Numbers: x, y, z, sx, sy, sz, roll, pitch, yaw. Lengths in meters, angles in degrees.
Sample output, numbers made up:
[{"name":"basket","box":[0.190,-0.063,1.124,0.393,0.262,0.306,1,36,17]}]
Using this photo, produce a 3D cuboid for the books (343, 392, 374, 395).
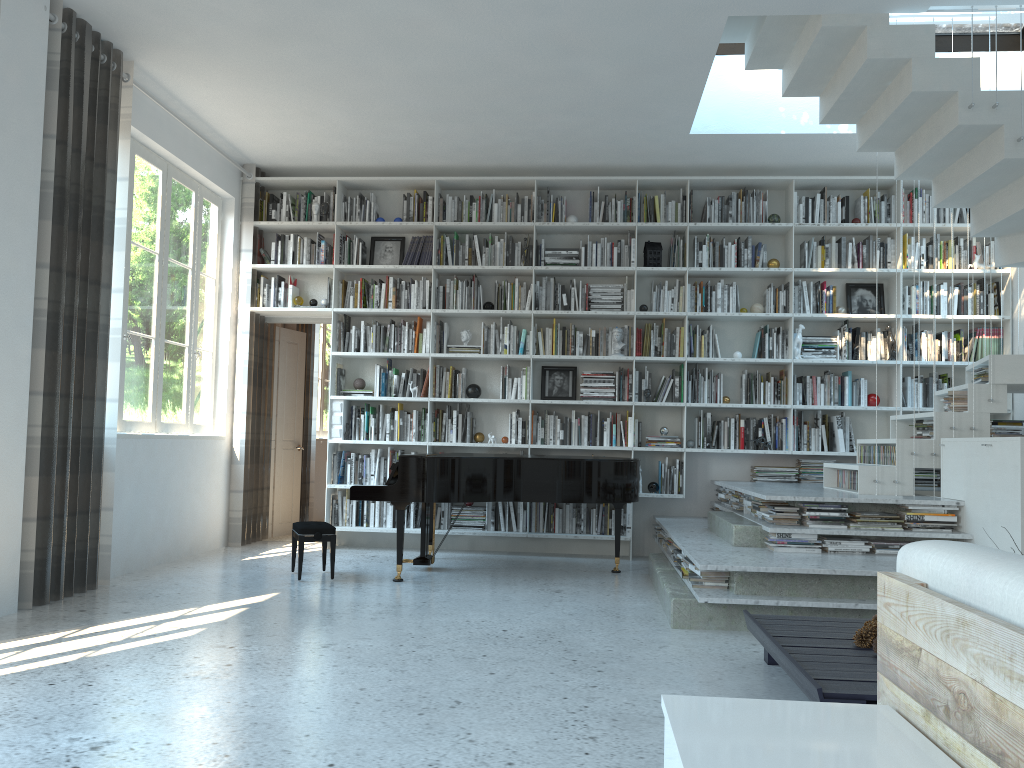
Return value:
[{"name":"books","box":[-1.306,0.085,7.592,0.254,0.012,0.161,1,-4,2]}]

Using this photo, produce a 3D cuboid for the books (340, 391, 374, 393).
[{"name":"books","box":[-1.306,0.073,7.590,0.285,0.012,0.159,1,-4,9]}]

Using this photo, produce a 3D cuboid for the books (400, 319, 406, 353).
[{"name":"books","box":[-0.934,-0.395,7.601,0.011,0.304,0.130,1,-3,5]}]

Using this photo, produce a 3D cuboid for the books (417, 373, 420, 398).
[{"name":"books","box":[-0.784,0.021,7.547,0.027,0.209,0.144,1,-3,5]}]

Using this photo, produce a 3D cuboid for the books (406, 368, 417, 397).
[{"name":"books","box":[-0.857,-0.004,7.552,0.060,0.255,0.158,1,-3,5]}]

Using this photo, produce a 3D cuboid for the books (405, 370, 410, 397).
[{"name":"books","box":[-0.892,0.003,7.569,0.013,0.241,0.141,1,-3,5]}]

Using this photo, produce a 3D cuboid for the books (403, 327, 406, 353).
[{"name":"books","box":[-0.904,-0.363,7.601,0.028,0.242,0.131,1,-3,5]}]

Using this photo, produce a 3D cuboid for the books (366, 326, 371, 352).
[{"name":"books","box":[-1.217,-0.369,7.624,0.049,0.242,0.139,1,-3,5]}]

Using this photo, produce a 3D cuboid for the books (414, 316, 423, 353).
[{"name":"books","box":[-0.798,-0.404,7.574,0.035,0.325,0.170,1,-3,5]}]

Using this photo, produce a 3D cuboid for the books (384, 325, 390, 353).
[{"name":"books","box":[-1.056,-0.373,7.608,0.048,0.256,0.141,1,-3,5]}]

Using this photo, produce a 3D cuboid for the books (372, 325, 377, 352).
[{"name":"books","box":[-1.160,-0.373,7.590,0.021,0.247,0.189,1,-3,5]}]

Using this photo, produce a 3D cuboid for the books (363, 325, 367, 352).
[{"name":"books","box":[-1.249,-0.373,7.603,0.011,0.246,0.176,1,-3,5]}]

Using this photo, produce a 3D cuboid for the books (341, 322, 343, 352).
[{"name":"books","box":[-1.438,-0.387,7.611,0.027,0.266,0.176,1,-3,5]}]

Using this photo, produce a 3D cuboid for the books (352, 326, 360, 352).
[{"name":"books","box":[-1.338,-0.370,7.607,0.022,0.235,0.177,1,-3,5]}]

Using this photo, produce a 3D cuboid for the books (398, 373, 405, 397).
[{"name":"books","box":[-0.927,0.017,7.572,0.056,0.214,0.143,1,-3,5]}]

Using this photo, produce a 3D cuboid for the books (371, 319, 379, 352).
[{"name":"books","box":[-1.174,-0.395,7.600,0.011,0.293,0.183,1,-3,5]}]

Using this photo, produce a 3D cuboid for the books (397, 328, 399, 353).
[{"name":"books","box":[-0.959,-0.358,7.590,0.013,0.227,0.151,1,-3,5]}]

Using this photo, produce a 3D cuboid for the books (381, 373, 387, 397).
[{"name":"books","box":[-1.076,0.014,7.549,0.029,0.208,0.189,1,-3,5]}]

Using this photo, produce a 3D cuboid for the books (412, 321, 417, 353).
[{"name":"books","box":[-0.835,-0.387,7.590,0.015,0.292,0.144,1,-3,5]}]

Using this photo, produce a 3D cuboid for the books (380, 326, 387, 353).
[{"name":"books","box":[-1.092,-0.368,7.593,0.023,0.242,0.184,1,-3,5]}]

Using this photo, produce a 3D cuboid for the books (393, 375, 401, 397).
[{"name":"books","box":[-0.973,0.026,7.542,0.029,0.190,0.189,1,-3,5]}]

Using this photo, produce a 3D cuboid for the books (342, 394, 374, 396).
[{"name":"books","box":[-1.306,0.098,7.595,0.254,0.012,0.161,1,-4,6]}]

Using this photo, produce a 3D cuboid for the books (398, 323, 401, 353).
[{"name":"books","box":[-0.947,-0.380,7.585,0.012,0.272,0.145,1,-3,5]}]

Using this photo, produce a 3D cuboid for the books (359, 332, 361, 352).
[{"name":"books","box":[-1.287,-0.343,7.635,0.021,0.187,0.129,1,-3,5]}]

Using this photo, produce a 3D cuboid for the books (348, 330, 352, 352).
[{"name":"books","box":[-1.369,-0.356,7.625,0.042,0.208,0.143,1,-3,5]}]

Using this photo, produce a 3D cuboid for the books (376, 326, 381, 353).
[{"name":"books","box":[-1.126,-0.367,7.588,0.024,0.237,0.167,1,-3,5]}]

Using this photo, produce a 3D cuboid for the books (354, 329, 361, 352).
[{"name":"books","box":[-1.315,-0.354,7.594,0.028,0.203,0.188,1,-3,5]}]

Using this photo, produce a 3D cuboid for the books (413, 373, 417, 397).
[{"name":"books","box":[-0.813,0.020,7.540,0.030,0.207,0.172,1,-3,5]}]

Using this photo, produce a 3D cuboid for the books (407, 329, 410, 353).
[{"name":"books","box":[-0.871,-0.351,7.582,0.012,0.217,0.160,1,-3,5]}]

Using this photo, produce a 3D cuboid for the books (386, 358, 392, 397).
[{"name":"books","box":[-1.052,-0.047,7.584,0.011,0.335,0.153,1,-3,5]}]

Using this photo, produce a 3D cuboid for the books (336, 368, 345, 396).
[{"name":"books","box":[-1.468,-0.009,7.608,0.028,0.243,0.156,1,-3,5]}]

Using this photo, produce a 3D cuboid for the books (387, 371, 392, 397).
[{"name":"books","box":[-1.032,0.006,7.585,0.030,0.231,0.148,1,-3,5]}]

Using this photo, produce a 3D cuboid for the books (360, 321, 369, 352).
[{"name":"books","box":[-1.265,-0.390,7.614,0.023,0.281,0.174,1,-3,5]}]

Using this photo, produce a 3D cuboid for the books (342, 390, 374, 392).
[{"name":"books","box":[-1.305,0.062,7.597,0.254,0.012,0.161,1,-4,6]}]

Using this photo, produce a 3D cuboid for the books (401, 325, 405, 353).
[{"name":"books","box":[-0.924,-0.369,7.593,0.011,0.251,0.139,1,-3,5]}]

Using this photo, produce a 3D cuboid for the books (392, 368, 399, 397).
[{"name":"books","box":[-0.991,-0.004,7.557,0.011,0.250,0.172,1,-3,5]}]

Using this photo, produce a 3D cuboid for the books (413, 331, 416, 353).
[{"name":"books","box":[-0.824,-0.344,7.572,0.013,0.203,0.161,1,-3,5]}]

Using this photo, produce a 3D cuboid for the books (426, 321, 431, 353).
[{"name":"books","box":[-0.707,-0.382,7.573,0.027,0.285,0.148,1,-3,5]}]

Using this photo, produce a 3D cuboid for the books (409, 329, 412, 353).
[{"name":"books","box":[-0.854,-0.352,7.585,0.021,0.220,0.148,1,-3,5]}]

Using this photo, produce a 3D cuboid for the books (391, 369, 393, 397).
[{"name":"books","box":[-1.006,-0.002,7.577,0.022,0.248,0.129,1,-3,5]}]

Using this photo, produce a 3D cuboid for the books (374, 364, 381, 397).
[{"name":"books","box":[-1.149,-0.024,7.580,0.012,0.285,0.159,1,-3,5]}]

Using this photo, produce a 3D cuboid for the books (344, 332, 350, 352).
[{"name":"books","box":[-1.395,-0.344,7.608,0.037,0.182,0.189,1,-3,5]}]

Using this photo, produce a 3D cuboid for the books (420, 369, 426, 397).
[{"name":"books","box":[-0.759,0.001,7.549,0.021,0.251,0.154,1,-3,5]}]

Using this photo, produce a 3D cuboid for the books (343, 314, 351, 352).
[{"name":"books","box":[-1.418,-0.421,7.608,0.012,0.333,0.184,1,-3,5]}]

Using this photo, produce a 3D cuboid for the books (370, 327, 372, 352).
[{"name":"books","box":[-1.187,-0.364,7.602,0.014,0.229,0.148,1,-3,5]}]

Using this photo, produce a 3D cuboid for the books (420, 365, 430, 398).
[{"name":"books","box":[-0.711,-0.014,7.506,0.082,0.276,0.228,1,-3,5]}]

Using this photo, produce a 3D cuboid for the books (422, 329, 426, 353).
[{"name":"books","box":[-0.737,-0.352,7.569,0.031,0.223,0.145,1,-3,5]}]

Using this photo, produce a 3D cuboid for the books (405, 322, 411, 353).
[{"name":"books","box":[-0.885,-0.381,7.571,0.015,0.275,0.157,1,-3,5]}]

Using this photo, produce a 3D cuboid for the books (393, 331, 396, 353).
[{"name":"books","box":[-0.989,-0.347,7.594,0.021,0.205,0.130,1,-3,5]}]

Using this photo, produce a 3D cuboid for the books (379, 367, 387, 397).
[{"name":"books","box":[-1.103,-0.008,7.582,0.031,0.255,0.143,1,-3,5]}]

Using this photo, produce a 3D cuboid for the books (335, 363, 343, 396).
[{"name":"books","box":[-1.486,-0.029,7.621,0.012,0.285,0.159,1,-3,5]}]

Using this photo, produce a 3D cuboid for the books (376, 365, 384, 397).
[{"name":"books","box":[-1.131,-0.017,7.577,0.024,0.272,0.150,1,-3,5]}]

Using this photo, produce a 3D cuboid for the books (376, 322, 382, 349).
[{"name":"books","box":[-1.142,-0.383,7.607,0.011,0.271,0.158,1,-3,5]}]

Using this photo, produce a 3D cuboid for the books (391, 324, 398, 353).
[{"name":"books","box":[-1.009,-0.373,7.597,0.021,0.256,0.156,1,-3,5]}]

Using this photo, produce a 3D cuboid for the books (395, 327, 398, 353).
[{"name":"books","box":[-0.973,-0.360,7.579,0.013,0.229,0.177,1,-3,5]}]

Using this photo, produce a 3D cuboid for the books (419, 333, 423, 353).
[{"name":"books","box":[-0.767,-0.332,7.571,0.030,0.183,0.152,1,-3,5]}]

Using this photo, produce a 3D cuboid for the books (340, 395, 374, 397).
[{"name":"books","box":[-1.307,0.110,7.590,0.285,0.012,0.159,1,-4,8]}]

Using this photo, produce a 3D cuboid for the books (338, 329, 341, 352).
[{"name":"books","box":[-1.460,-0.358,7.628,0.026,0.209,0.155,1,-3,5]}]

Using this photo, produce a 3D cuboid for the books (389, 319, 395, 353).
[{"name":"books","box":[-1.026,-0.396,7.589,0.013,0.299,0.152,1,-3,5]}]
